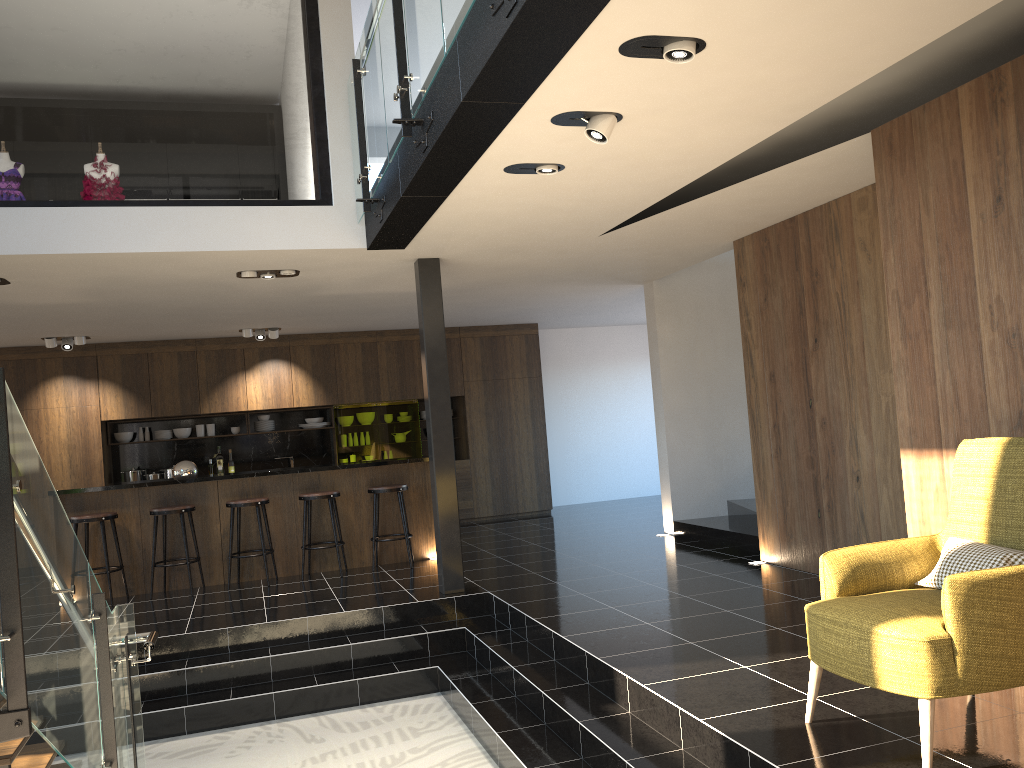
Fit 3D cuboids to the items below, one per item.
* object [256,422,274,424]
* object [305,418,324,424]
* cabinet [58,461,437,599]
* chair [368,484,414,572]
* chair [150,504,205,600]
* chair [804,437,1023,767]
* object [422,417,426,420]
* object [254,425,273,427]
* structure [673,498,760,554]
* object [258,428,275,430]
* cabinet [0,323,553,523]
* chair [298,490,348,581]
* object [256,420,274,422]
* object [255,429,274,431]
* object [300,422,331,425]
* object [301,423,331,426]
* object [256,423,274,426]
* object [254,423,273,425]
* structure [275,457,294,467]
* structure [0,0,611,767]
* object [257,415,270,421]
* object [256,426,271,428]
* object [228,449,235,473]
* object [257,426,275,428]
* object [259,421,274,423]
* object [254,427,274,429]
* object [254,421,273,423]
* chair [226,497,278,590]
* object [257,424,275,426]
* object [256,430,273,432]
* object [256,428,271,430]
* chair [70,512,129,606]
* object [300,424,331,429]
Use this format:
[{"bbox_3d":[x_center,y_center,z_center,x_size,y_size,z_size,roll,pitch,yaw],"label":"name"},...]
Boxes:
[{"bbox_3d":[-3.369,0.543,12.061,0.269,0.024,0.269,-5,-3,21],"label":"object"},{"bbox_3d":[-2.715,0.515,12.191,0.254,0.088,0.254,-5,-2,8],"label":"object"},{"bbox_3d":[-2.503,1.404,8.753,3.563,0.993,0.698,-4,-2,-17],"label":"cabinet"},{"bbox_3d":[-1.187,1.398,8.686,0.412,0.799,0.413,-4,-2,-8],"label":"chair"},{"bbox_3d":[-3.077,1.523,8.107,0.412,0.799,0.413,-4,-2,-8],"label":"chair"},{"bbox_3d":[1.712,0.791,3.495,1.030,1.097,0.808,-4,-2,-18],"label":"chair"},{"bbox_3d":[-1.192,0.492,12.639,0.220,0.033,0.220,-4,-2,-7],"label":"object"},{"bbox_3d":[-3.366,0.579,12.060,0.269,0.024,0.269,-5,-3,21],"label":"object"},{"bbox_3d":[3.486,-0.179,6.467,1.963,3.016,6.667,-4,-2,-17],"label":"structure"},{"bbox_3d":[-3.362,0.625,12.058,0.269,0.024,0.269,-5,-3,21],"label":"object"},{"bbox_3d":[-2.940,0.723,11.936,6.891,2.689,0.870,-4,-2,-17],"label":"cabinet"},{"bbox_3d":[-1.817,1.439,8.493,0.412,0.799,0.413,-4,-2,-8],"label":"chair"},{"bbox_3d":[-3.371,0.516,12.061,0.269,0.024,0.269,-5,-3,21],"label":"object"},{"bbox_3d":[-3.361,0.634,12.058,0.269,0.024,0.269,-5,-3,21],"label":"object"},{"bbox_3d":[-2.708,0.562,12.188,0.438,0.039,0.438,-5,-3,19],"label":"object"},{"bbox_3d":[-2.707,0.577,12.188,0.438,0.039,0.438,-5,-3,19],"label":"object"},{"bbox_3d":[-3.367,0.559,12.060,0.269,0.024,0.269,-5,-3,21],"label":"object"},{"bbox_3d":[-3.368,0.552,12.060,0.269,0.024,0.269,-5,-3,21],"label":"object"},{"bbox_3d":[-3.009,1.090,11.754,0.242,0.231,0.174,-4,-2,-17],"label":"structure"},{"bbox_3d":[-1.027,0.038,2.704,3.446,4.866,7.285,-4,-2,-18],"label":"structure"},{"bbox_3d":[-3.377,0.473,12.061,0.168,0.087,0.168,-5,-2,3],"label":"object"},{"bbox_3d":[-3.365,0.587,12.059,0.269,0.024,0.269,-5,-3,21],"label":"object"},{"bbox_3d":[-3.780,1.077,11.929,0.077,0.394,0.077,-5,-2,25],"label":"object"},{"bbox_3d":[-3.364,0.598,12.059,0.269,0.024,0.269,-5,-3,21],"label":"object"},{"bbox_3d":[-3.370,0.532,12.061,0.269,0.024,0.269,-5,-3,21],"label":"object"},{"bbox_3d":[-3.364,0.607,12.059,0.269,0.024,0.269,-5,-3,21],"label":"object"},{"bbox_3d":[-3.370,0.525,12.061,0.269,0.024,0.269,-5,-3,21],"label":"object"},{"bbox_3d":[-2.447,1.481,8.300,0.412,0.799,0.413,-4,-2,-8],"label":"chair"},{"bbox_3d":[-3.367,0.570,12.060,0.269,0.024,0.269,-5,-3,21],"label":"object"},{"bbox_3d":[-3.361,0.642,12.058,0.269,0.024,0.269,-5,-3,21],"label":"object"},{"bbox_3d":[-3.363,0.614,12.059,0.269,0.024,0.269,-5,-3,21],"label":"object"},{"bbox_3d":[-3.706,1.565,7.914,0.412,0.799,0.413,-4,-2,-8],"label":"chair"},{"bbox_3d":[-2.706,0.589,12.188,0.438,0.039,0.438,-5,-3,19],"label":"object"}]
